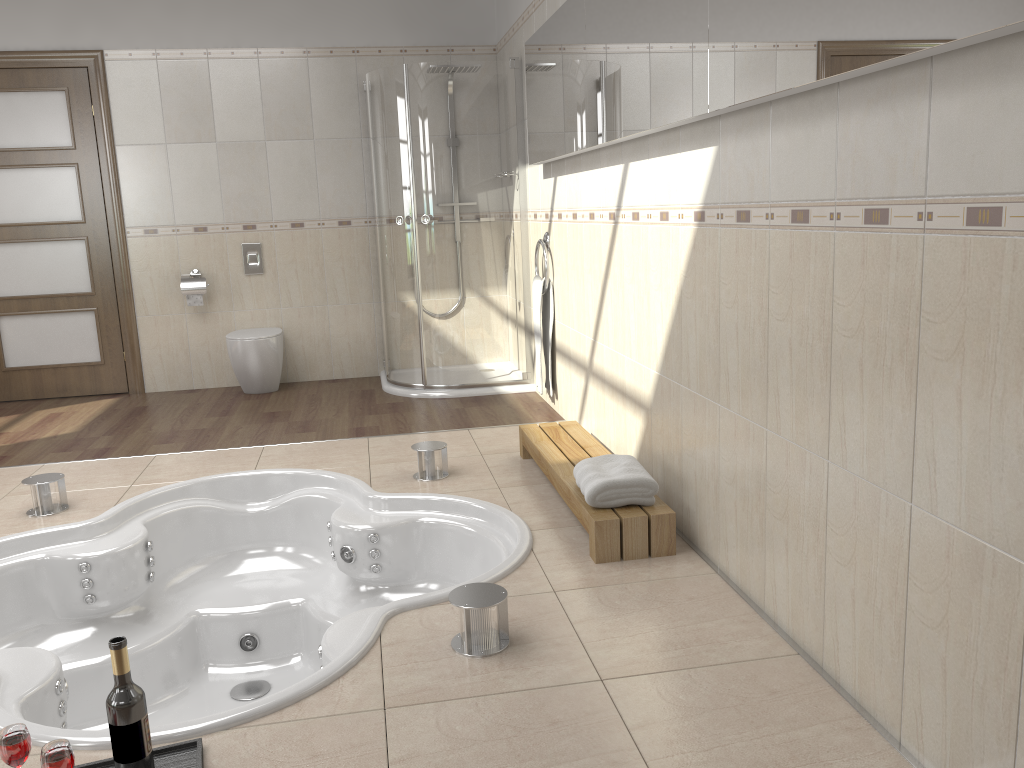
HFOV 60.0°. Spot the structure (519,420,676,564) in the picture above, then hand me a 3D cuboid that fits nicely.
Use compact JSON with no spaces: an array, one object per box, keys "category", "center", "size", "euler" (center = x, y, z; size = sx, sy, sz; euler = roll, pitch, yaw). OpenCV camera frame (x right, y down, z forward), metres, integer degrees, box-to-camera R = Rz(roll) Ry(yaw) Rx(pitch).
[{"category":"structure","center":[0.271,0.359,3.351],"size":[0.260,0.140,1.280],"euler":[-4,11,-9]}]

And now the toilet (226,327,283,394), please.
[{"category":"toilet","center":[-1.617,-0.137,5.648],"size":[0.337,0.388,0.519],"euler":[-4,11,-9]}]

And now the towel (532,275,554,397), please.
[{"category":"towel","center":[0.164,-0.261,4.758],"size":[0.083,0.635,0.280],"euler":[-4,11,-9]}]

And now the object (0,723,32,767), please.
[{"category":"object","center":[-0.932,0.722,1.675],"size":[0.055,0.153,0.055],"euler":[-6,12,-16]}]

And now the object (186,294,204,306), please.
[{"category":"object","center":[-2.021,-0.576,5.656],"size":[0.098,0.151,0.090],"euler":[-4,11,-9]}]

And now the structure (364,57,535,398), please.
[{"category":"structure","center":[-0.419,-0.943,5.508],"size":[0.900,1.917,0.900],"euler":[-4,11,-9]}]

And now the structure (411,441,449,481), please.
[{"category":"structure","center":[-0.341,0.320,3.698],"size":[0.150,0.131,0.150],"euler":[-6,12,-19]}]

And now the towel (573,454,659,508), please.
[{"category":"towel","center":[0.334,0.314,2.943],"size":[0.233,0.099,0.331],"euler":[-3,11,-5]}]

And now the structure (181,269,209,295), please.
[{"category":"structure","center":[-2.021,-0.652,5.665],"size":[0.170,0.151,0.154],"euler":[-4,11,-9]}]

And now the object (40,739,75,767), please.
[{"category":"object","center":[-0.822,0.729,1.617],"size":[0.055,0.153,0.055],"euler":[-6,12,-16]}]

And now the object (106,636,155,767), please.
[{"category":"object","center":[-0.736,0.631,1.698],"size":[0.070,0.307,0.070],"euler":[-13,15,-42]}]

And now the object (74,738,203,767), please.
[{"category":"object","center":[-0.796,0.783,1.680],"size":[0.400,0.040,0.250],"euler":[-6,12,-19]}]

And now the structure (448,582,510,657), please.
[{"category":"structure","center":[-0.083,0.595,2.246],"size":[0.150,0.131,0.150],"euler":[-2,11,0]}]

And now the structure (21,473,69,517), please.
[{"category":"structure","center":[-1.818,0.431,3.456],"size":[0.150,0.131,0.150],"euler":[-13,15,-43]}]

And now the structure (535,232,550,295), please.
[{"category":"structure","center":[0.168,-0.639,4.695],"size":[0.051,0.332,0.291],"euler":[-4,11,-9]}]

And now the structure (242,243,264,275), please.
[{"category":"structure","center":[-1.687,-0.814,5.769],"size":[0.120,0.200,0.010],"euler":[-4,11,-9]}]

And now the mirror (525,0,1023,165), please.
[{"category":"mirror","center":[0.389,-1.098,2.793],"size":[0.005,0.600,3.600],"euler":[-4,11,-9]}]

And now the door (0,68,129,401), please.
[{"category":"door","center":[-2.980,-0.908,5.548],"size":[0.861,2.026,0.102],"euler":[-5,11,-12]}]

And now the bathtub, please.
[{"category":"bathtub","center":[-0.934,0.888,2.925],"size":[1.754,0.674,1.751],"euler":[5,14,35]}]
